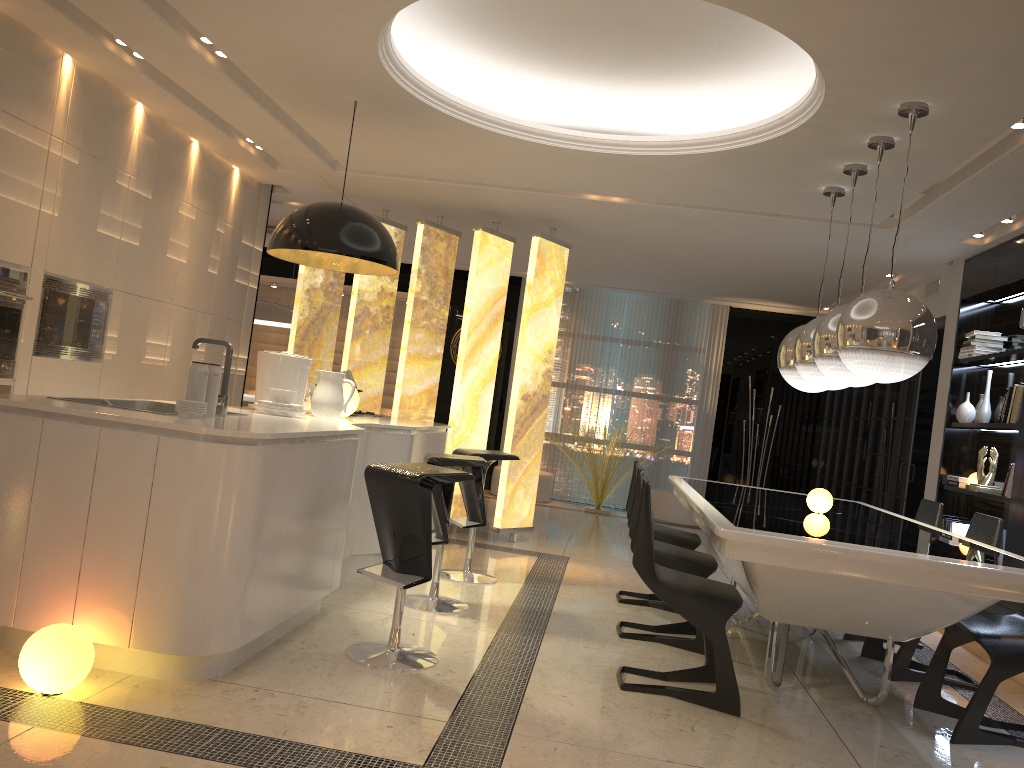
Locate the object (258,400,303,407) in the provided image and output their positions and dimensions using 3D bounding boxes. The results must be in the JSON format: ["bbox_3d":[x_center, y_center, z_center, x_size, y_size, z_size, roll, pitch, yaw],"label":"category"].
[{"bbox_3d":[-1.160,0.103,4.452,0.229,0.016,0.229,7,-2,37],"label":"object"}]

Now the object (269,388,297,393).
[{"bbox_3d":[-1.153,0.055,4.454,0.138,0.051,0.138,9,-2,-35],"label":"object"}]

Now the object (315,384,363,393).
[{"bbox_3d":[-1.171,0.092,5.953,0.253,0.147,0.266,9,-2,-40],"label":"object"}]

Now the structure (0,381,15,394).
[{"bbox_3d":[-2.939,0.241,4.416,0.595,0.597,0.609,7,-1,7],"label":"structure"}]

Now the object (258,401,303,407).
[{"bbox_3d":[-1.160,0.108,4.452,0.229,0.016,0.229,7,-2,37],"label":"object"}]

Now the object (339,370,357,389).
[{"bbox_3d":[-1.167,0.005,5.953,0.249,0.212,0.256,6,-2,42],"label":"object"}]

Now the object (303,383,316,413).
[{"bbox_3d":[-1.212,0.077,5.084,0.211,0.174,0.211,9,-2,-36],"label":"object"}]

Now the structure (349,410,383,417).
[{"bbox_3d":[-1.208,0.174,5.954,0.502,0.026,0.811,7,-1,7],"label":"structure"}]

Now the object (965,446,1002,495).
[{"bbox_3d":[3.211,0.579,6.001,0.177,0.311,0.177,7,-1,7],"label":"object"}]

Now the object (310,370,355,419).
[{"bbox_3d":[-1.000,0.061,4.902,0.211,0.254,0.183,8,-2,-31],"label":"object"}]

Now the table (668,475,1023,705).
[{"bbox_3d":[1.486,1.025,4.523,1.293,0.759,3.031,7,-1,7],"label":"table"}]

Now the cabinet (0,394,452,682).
[{"bbox_3d":[-1.206,0.606,4.778,1.046,0.887,3.752,7,-1,7],"label":"cabinet"}]

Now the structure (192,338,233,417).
[{"bbox_3d":[-1.249,-0.031,3.626,0.177,0.310,0.089,7,-1,7],"label":"structure"}]

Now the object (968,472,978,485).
[{"bbox_3d":[3.238,0.677,6.162,0.125,0.125,0.125,9,-2,-44],"label":"object"}]

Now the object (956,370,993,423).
[{"bbox_3d":[3.331,0.095,6.386,0.210,0.395,0.180,7,-1,10],"label":"object"}]

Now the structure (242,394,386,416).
[{"bbox_3d":[-2.913,0.519,9.431,2.912,0.812,1.659,7,-1,7],"label":"structure"}]

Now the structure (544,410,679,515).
[{"bbox_3d":[1.039,0.902,10.095,1.275,1.142,1.282,9,-2,-37],"label":"structure"}]

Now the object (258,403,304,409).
[{"bbox_3d":[-1.161,0.117,4.452,0.229,0.016,0.229,7,-2,37],"label":"object"}]

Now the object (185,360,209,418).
[{"bbox_3d":[-1.206,0.016,3.391,0.071,0.219,0.071,8,-1,-2],"label":"object"}]

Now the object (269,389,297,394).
[{"bbox_3d":[-1.153,0.061,4.453,0.138,0.051,0.138,9,-2,-35],"label":"object"}]

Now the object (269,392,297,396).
[{"bbox_3d":[-1.155,0.072,4.453,0.138,0.051,0.138,9,-2,-35],"label":"object"}]

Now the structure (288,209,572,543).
[{"bbox_3d":[-0.755,-0.117,7.270,2.180,2.555,0.448,7,-1,7],"label":"structure"}]

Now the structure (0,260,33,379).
[{"bbox_3d":[-2.858,-0.363,4.430,0.595,0.597,0.609,7,-1,7],"label":"structure"}]

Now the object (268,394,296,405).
[{"bbox_3d":[-1.156,0.084,4.453,0.138,0.051,0.138,9,-2,-35],"label":"object"}]

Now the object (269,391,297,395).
[{"bbox_3d":[-1.154,0.067,4.453,0.138,0.051,0.138,9,-2,-35],"label":"object"}]

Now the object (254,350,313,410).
[{"bbox_3d":[-1.237,-0.011,4.766,0.288,0.330,0.288,7,-1,24],"label":"object"}]

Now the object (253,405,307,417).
[{"bbox_3d":[-1.164,0.140,4.452,0.264,0.033,0.264,8,-1,-24],"label":"object"}]

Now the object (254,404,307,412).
[{"bbox_3d":[-1.163,0.134,4.452,0.264,0.033,0.264,8,-1,-24],"label":"object"}]

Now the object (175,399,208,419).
[{"bbox_3d":[-1.195,0.094,3.301,0.111,0.062,0.111,7,-1,28],"label":"object"}]

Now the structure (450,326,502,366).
[{"bbox_3d":[-0.452,-0.444,11.116,0.669,0.669,0.048,7,-1,7],"label":"structure"}]

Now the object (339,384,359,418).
[{"bbox_3d":[-0.992,0.088,5.129,0.212,0.214,0.213,8,-2,-33],"label":"object"}]

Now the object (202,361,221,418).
[{"bbox_3d":[-1.193,0.020,3.497,0.071,0.219,0.071,8,-1,-17],"label":"object"}]

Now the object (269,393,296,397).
[{"bbox_3d":[-1.156,0.078,4.453,0.138,0.051,0.138,9,-2,-35],"label":"object"}]

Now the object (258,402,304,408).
[{"bbox_3d":[-1.161,0.112,4.452,0.229,0.016,0.229,7,-2,37],"label":"object"}]

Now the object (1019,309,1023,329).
[{"bbox_3d":[3.391,-0.340,5.824,0.111,0.301,0.111,8,-1,3],"label":"object"}]

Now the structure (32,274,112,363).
[{"bbox_3d":[-2.752,-0.391,5.170,0.446,0.450,0.659,7,-1,7],"label":"structure"}]

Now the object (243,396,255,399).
[{"bbox_3d":[-2.900,0.149,9.689,1.605,0.026,0.028,7,-1,12],"label":"object"}]

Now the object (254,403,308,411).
[{"bbox_3d":[-1.162,0.128,4.452,0.264,0.033,0.264,8,-1,-24],"label":"object"}]
